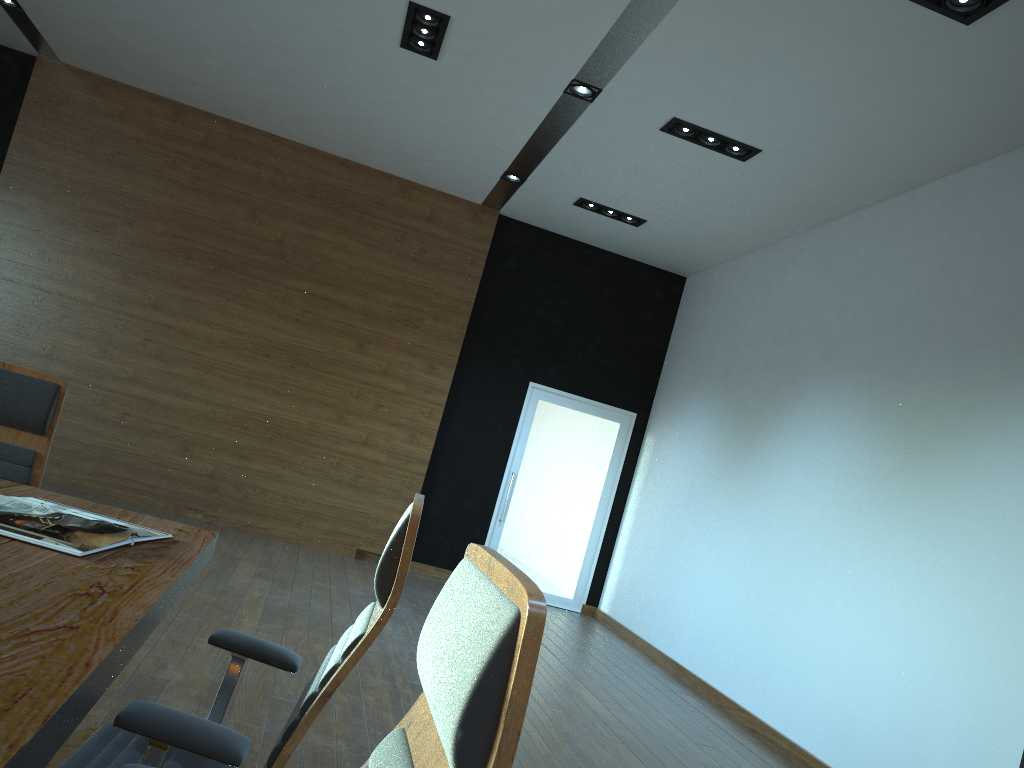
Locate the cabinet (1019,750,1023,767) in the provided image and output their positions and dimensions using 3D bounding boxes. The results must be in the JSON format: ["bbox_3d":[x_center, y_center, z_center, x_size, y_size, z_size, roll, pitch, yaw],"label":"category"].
[{"bbox_3d":[2.237,1.440,1.905,0.769,1.229,2.349,16,-5,-11],"label":"cabinet"}]

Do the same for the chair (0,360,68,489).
[{"bbox_3d":[-1.812,0.454,2.692,0.707,1.125,0.696,16,-4,-9],"label":"chair"}]

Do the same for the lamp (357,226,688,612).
[{"bbox_3d":[-2.518,-0.779,5.914,9.415,3.699,16.692,17,-5,-11],"label":"lamp"}]

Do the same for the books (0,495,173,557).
[{"bbox_3d":[-1.112,0.328,2.167,0.389,0.033,0.546,15,-5,0],"label":"books"}]

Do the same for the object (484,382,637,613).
[{"bbox_3d":[0.444,1.184,9.216,1.200,2.155,0.200,16,-3,-12],"label":"object"}]

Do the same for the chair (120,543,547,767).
[{"bbox_3d":[-0.454,0.657,0.933,0.698,1.125,0.706,16,-4,-11],"label":"chair"}]

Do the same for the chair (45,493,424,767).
[{"bbox_3d":[-0.639,0.689,1.782,0.697,1.125,0.707,16,-4,-4],"label":"chair"}]
